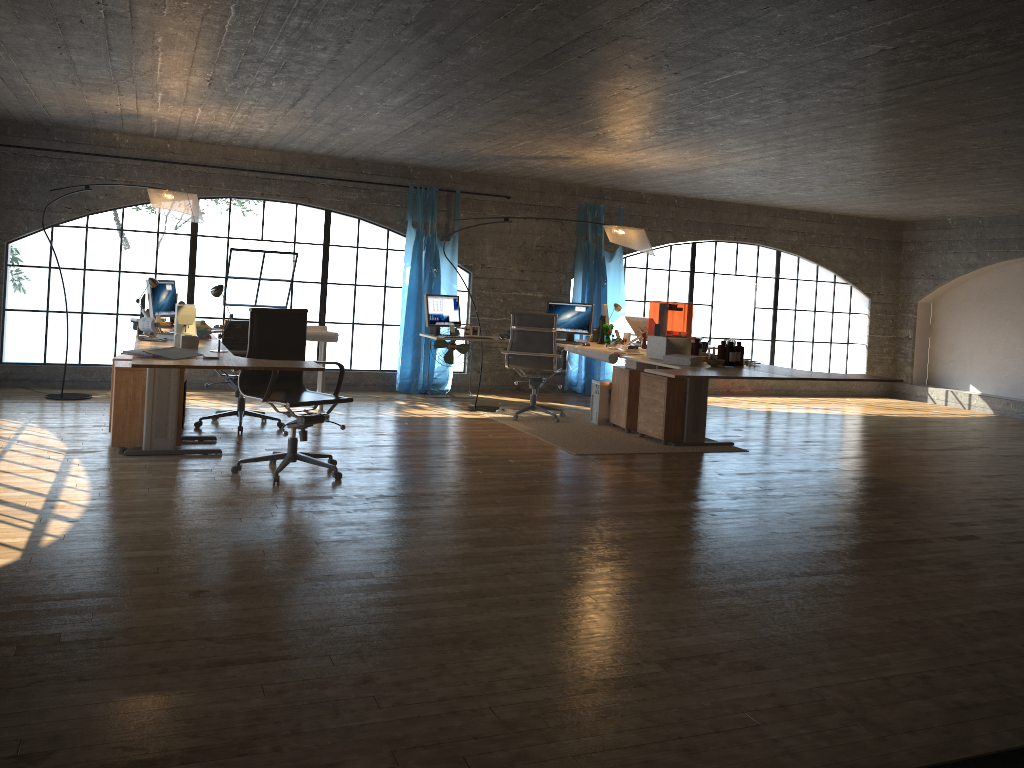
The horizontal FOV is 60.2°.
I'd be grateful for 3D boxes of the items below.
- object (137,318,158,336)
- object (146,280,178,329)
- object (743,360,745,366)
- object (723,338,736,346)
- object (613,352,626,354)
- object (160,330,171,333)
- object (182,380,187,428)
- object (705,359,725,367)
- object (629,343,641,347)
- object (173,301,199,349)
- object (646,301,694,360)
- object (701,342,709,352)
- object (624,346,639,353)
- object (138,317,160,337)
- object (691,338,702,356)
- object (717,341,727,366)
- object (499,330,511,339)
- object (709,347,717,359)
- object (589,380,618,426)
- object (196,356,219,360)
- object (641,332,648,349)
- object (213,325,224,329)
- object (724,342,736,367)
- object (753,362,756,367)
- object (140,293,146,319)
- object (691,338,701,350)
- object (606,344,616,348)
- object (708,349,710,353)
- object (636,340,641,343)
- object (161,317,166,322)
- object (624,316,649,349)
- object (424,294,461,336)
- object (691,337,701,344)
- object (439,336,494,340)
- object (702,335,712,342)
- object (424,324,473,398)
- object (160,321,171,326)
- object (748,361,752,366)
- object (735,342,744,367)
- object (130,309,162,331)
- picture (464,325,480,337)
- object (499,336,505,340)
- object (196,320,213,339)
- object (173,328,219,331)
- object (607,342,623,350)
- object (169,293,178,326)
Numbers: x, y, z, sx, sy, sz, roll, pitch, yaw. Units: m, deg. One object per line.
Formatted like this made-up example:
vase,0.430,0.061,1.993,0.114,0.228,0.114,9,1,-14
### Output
object,-2.600,-0.411,6.301,0.133,0.128,0.039,2,2,-27
object,-2.886,-0.665,7.294,0.286,0.389,0.472,4,4,2
object,1.794,-0.163,6.842,0.019,0.040,0.019,4,2,18
object,1.667,-0.249,6.782,0.098,0.214,0.095,3,2,-25
object,0.892,-0.259,7.380,0.125,0.009,0.012,2,4,-9
object,-2.619,-0.393,6.621,0.096,0.024,0.108,3,6,-9
object,-2.758,0.126,6.767,0.480,0.410,0.201,2,2,-18
object,1.496,-0.153,6.511,0.147,0.054,0.146,9,8,43
object,1.260,-0.391,8.797,0.187,0.011,0.493,4,6,2
object,-2.071,-0.384,5.622,0.136,0.283,0.405,3,4,-23
object,1.258,-0.426,7.025,0.269,0.457,0.223,2,2,-33
object,1.543,-0.297,7.108,0.077,0.082,0.077,0,4,-43
object,1.044,-0.304,7.660,0.130,0.055,0.049,1,4,-22
object,-2.554,-0.400,6.201,0.154,0.135,0.099,4,3,12
object,1.429,-0.258,6.829,0.079,0.186,0.080,3,1,-5
object,1.603,-0.236,6.717,0.079,0.186,0.080,3,1,-5
object,-0.013,-0.487,8.658,0.279,0.081,0.413,4,6,9
object,1.609,-0.232,6.965,0.133,0.128,0.039,2,2,-27
object,1.000,0.181,8.325,0.480,0.410,0.201,2,2,-18
object,-1.674,-0.145,4.894,0.142,0.013,0.128,1,6,-19
object,1.204,-0.379,7.889,0.094,0.177,0.226,4,4,5
object,-2.501,-0.491,7.547,0.101,0.034,0.059,5,5,12
object,1.645,-0.226,6.645,0.079,0.186,0.080,3,2,-15
object,1.865,-0.151,6.785,0.017,0.037,0.017,4,2,22
object,-2.952,-0.587,7.050,0.085,0.277,0.085,4,1,21
object,1.447,-0.268,6.928,0.079,0.186,0.080,3,2,-15
object,0.933,-0.349,8.174,0.109,0.022,0.139,3,6,-3
object,1.583,-0.278,7.107,0.017,0.050,0.025,3,2,-13
object,1.331,-0.434,9.136,0.101,0.034,0.059,5,5,12
object,-2.994,-0.544,7.435,0.144,0.032,0.153,1,6,-18
object,1.225,-0.470,8.173,0.286,0.299,0.397,1,5,-32
object,-0.668,-0.664,8.508,0.287,0.390,0.470,5,4,37
object,1.510,-0.303,7.357,0.130,0.176,0.199,3,4,1
object,-0.431,-0.438,8.307,0.489,0.011,0.188,1,7,-23
object,1.568,-0.341,7.106,0.076,0.101,0.152,4,4,7
object,-0.712,-0.280,9.852,0.489,0.801,0.584,3,3,-18
object,-2.975,-0.510,7.443,0.204,0.036,0.206,1,7,-24
object,1.843,-0.161,6.833,0.026,0.044,0.026,4,2,22
object,1.722,-0.228,6.708,0.079,0.186,0.080,3,2,-15
object,-2.804,-0.490,6.764,0.190,0.164,0.170,0,5,-38
picture,-0.397,-0.518,8.624,0.158,0.105,0.032,2,2,-22
object,-0.094,-0.438,8.387,0.059,0.034,0.101,2,6,-12
object,-2.273,-0.392,6.302,0.255,0.130,0.254,2,5,-20
object,-2.571,-0.447,7.208,0.187,0.011,0.493,4,6,2
object,0.932,-0.337,7.875,0.160,0.064,0.054,7,4,34
object,-2.908,-0.640,7.570,0.085,0.277,0.085,3,1,-20
